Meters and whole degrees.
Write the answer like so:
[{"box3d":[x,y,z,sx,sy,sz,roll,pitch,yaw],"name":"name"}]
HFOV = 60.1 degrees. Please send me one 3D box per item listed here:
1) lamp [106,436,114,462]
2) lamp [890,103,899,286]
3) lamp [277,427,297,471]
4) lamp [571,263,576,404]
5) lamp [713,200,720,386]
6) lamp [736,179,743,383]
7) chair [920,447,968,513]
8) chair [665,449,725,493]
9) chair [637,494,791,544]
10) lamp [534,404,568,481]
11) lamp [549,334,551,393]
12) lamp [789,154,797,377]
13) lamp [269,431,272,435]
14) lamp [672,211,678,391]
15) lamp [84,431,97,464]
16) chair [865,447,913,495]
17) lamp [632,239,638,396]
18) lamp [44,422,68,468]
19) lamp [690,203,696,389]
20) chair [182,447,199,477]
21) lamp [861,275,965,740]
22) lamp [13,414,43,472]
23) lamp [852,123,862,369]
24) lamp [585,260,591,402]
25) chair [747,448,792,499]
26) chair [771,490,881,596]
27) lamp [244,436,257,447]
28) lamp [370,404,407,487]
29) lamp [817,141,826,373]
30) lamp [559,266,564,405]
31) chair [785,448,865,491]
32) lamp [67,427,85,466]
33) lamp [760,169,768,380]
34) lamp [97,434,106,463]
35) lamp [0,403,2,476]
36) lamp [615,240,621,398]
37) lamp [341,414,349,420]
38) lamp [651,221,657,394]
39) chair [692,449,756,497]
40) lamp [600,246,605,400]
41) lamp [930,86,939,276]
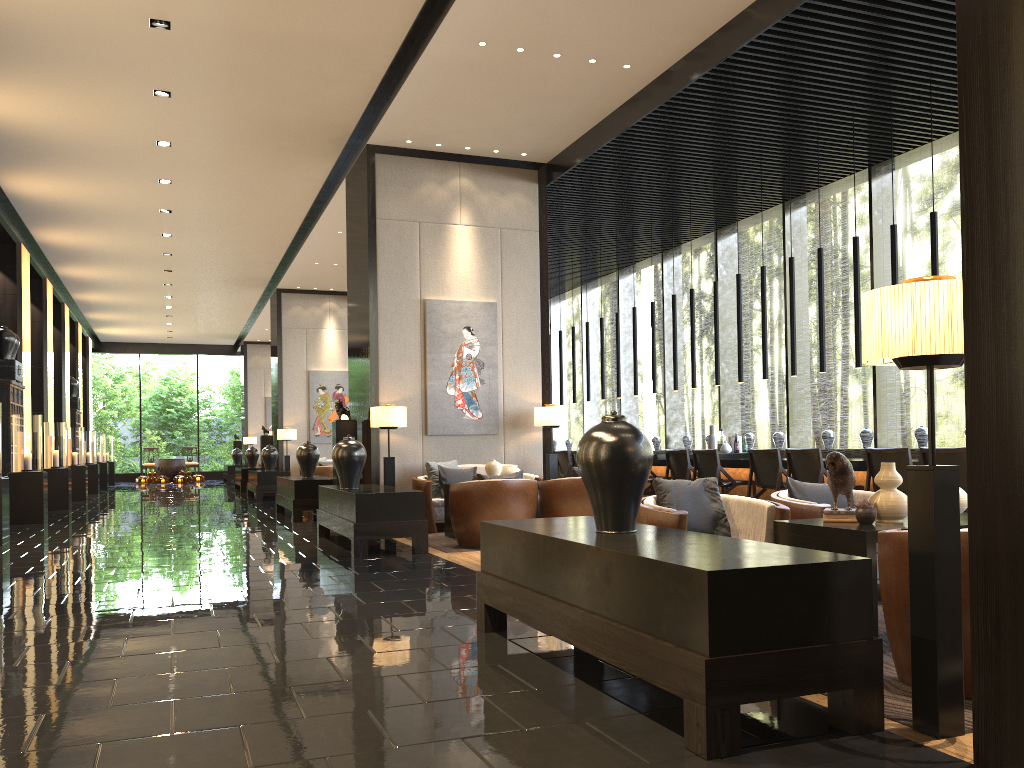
[{"box3d":[-11.518,1.843,25.172,0.336,0.728,0.337,0,-2,-34],"name":"lamp"},{"box3d":[3.477,-1.394,8.064,0.060,2.418,0.060,-1,-1,-26],"name":"lamp"},{"box3d":[-4.481,1.544,17.645,0.375,1.349,0.375,-1,-1,-2],"name":"lamp"},{"box3d":[1.007,-0.886,14.520,0.060,2.418,0.060,-1,-1,-26],"name":"lamp"},{"box3d":[2.465,-1.186,10.709,0.060,2.418,0.060,-1,-1,-26],"name":"lamp"},{"box3d":[2.631,-1.220,10.274,0.060,2.418,0.060,-1,-1,-26],"name":"lamp"},{"box3d":[3.394,0.879,6.617,0.563,0.826,0.526,0,-2,-21],"name":"chair"},{"box3d":[2.054,1.155,10.120,0.563,0.826,0.526,0,-2,-21],"name":"chair"},{"box3d":[1.000,0.885,4.624,0.803,0.603,0.607,0,-3,-21],"name":"chair"},{"box3d":[0.449,0.907,9.976,0.375,1.349,0.375,-1,-1,9],"name":"lamp"},{"box3d":[0.639,-0.810,15.478,0.060,2.418,0.060,-1,-1,-26],"name":"lamp"},{"box3d":[2.968,-1.289,9.395,0.060,2.418,0.060,-1,-1,-26],"name":"lamp"},{"box3d":[-5.127,1.677,19.334,0.375,1.349,0.375,-1,-1,-2],"name":"lamp"},{"box3d":[2.124,-1.116,11.600,0.060,2.418,0.060,-1,-1,-26],"name":"lamp"},{"box3d":[-9.419,1.411,19.688,0.336,0.728,0.337,0,-1,-19],"name":"lamp"},{"box3d":[3.189,0.922,7.154,0.563,0.826,0.526,0,-2,-21],"name":"chair"},{"box3d":[1.743,-1.037,12.596,0.060,2.418,0.060,-1,-1,-26],"name":"lamp"},{"box3d":[-7.320,0.980,14.204,0.336,0.728,0.337,0,-1,-19],"name":"lamp"},{"box3d":[2.278,-1.147,11.197,0.060,2.418,0.060,-1,-1,-26],"name":"lamp"},{"box3d":[-10.050,2.494,27.637,0.520,1.075,0.537,0,-2,-21],"name":"chair"},{"box3d":[1.260,0.364,2.648,0.375,1.349,0.375,-1,-1,27],"name":"lamp"},{"box3d":[-6.270,0.764,11.461,0.336,0.728,0.337,-1,-1,-16],"name":"lamp"},{"box3d":[3.306,-1.359,8.511,0.060,2.418,0.060,-1,-1,-16],"name":"lamp"},{"box3d":[1.194,-0.924,14.029,0.060,2.418,0.060,-1,-1,-26],"name":"lamp"},{"box3d":[2.621,1.038,8.637,0.563,0.826,0.526,0,-2,-21],"name":"chair"},{"box3d":[1.799,0.894,4.930,0.803,0.603,0.607,0,-3,-21],"name":"chair"},{"box3d":[-7.695,2.205,26.043,0.375,1.349,0.375,-1,-1,9],"name":"lamp"},{"box3d":[-1.290,0.890,9.310,0.375,1.346,0.375,-2,-1,30],"name":"lamp"},{"box3d":[3.127,-1.322,8.979,0.060,2.418,0.060,-1,-1,-26],"name":"lamp"},{"box3d":[0.823,-0.848,15.000,0.060,2.418,0.060,-1,-1,-26],"name":"lamp"},{"box3d":[2.827,0.996,8.100,0.563,0.826,0.526,0,-2,-21],"name":"chair"},{"box3d":[-8.369,1.196,16.946,0.336,0.728,0.337,0,-1,-19],"name":"lamp"},{"box3d":[2.795,-1.253,9.848,0.060,2.418,0.060,-1,-1,-26],"name":"lamp"},{"box3d":[-10.468,1.627,22.430,0.336,0.728,0.337,0,-1,-19],"name":"lamp"},{"box3d":[-5.220,0.548,8.719,0.337,0.728,0.337,-2,-2,42],"name":"lamp"},{"box3d":[1.559,-0.999,13.076,0.060,2.418,0.060,-1,-1,-26],"name":"lamp"},{"box3d":[-1.936,1.037,10.998,0.375,1.318,0.375,-1,-1,23],"name":"lamp"},{"box3d":[1.927,-1.075,12.114,0.060,2.418,0.060,-1,-1,-26],"name":"lamp"},{"box3d":[2.259,1.113,9.583,0.563,0.826,0.526,0,-2,-21],"name":"chair"},{"box3d":[1.376,-0.962,13.555,0.060,2.418,0.060,-1,-1,-26],"name":"lamp"},{"box3d":[3.640,-1.427,7.640,0.060,2.418,0.060,-1,-1,-16],"name":"lamp"}]
